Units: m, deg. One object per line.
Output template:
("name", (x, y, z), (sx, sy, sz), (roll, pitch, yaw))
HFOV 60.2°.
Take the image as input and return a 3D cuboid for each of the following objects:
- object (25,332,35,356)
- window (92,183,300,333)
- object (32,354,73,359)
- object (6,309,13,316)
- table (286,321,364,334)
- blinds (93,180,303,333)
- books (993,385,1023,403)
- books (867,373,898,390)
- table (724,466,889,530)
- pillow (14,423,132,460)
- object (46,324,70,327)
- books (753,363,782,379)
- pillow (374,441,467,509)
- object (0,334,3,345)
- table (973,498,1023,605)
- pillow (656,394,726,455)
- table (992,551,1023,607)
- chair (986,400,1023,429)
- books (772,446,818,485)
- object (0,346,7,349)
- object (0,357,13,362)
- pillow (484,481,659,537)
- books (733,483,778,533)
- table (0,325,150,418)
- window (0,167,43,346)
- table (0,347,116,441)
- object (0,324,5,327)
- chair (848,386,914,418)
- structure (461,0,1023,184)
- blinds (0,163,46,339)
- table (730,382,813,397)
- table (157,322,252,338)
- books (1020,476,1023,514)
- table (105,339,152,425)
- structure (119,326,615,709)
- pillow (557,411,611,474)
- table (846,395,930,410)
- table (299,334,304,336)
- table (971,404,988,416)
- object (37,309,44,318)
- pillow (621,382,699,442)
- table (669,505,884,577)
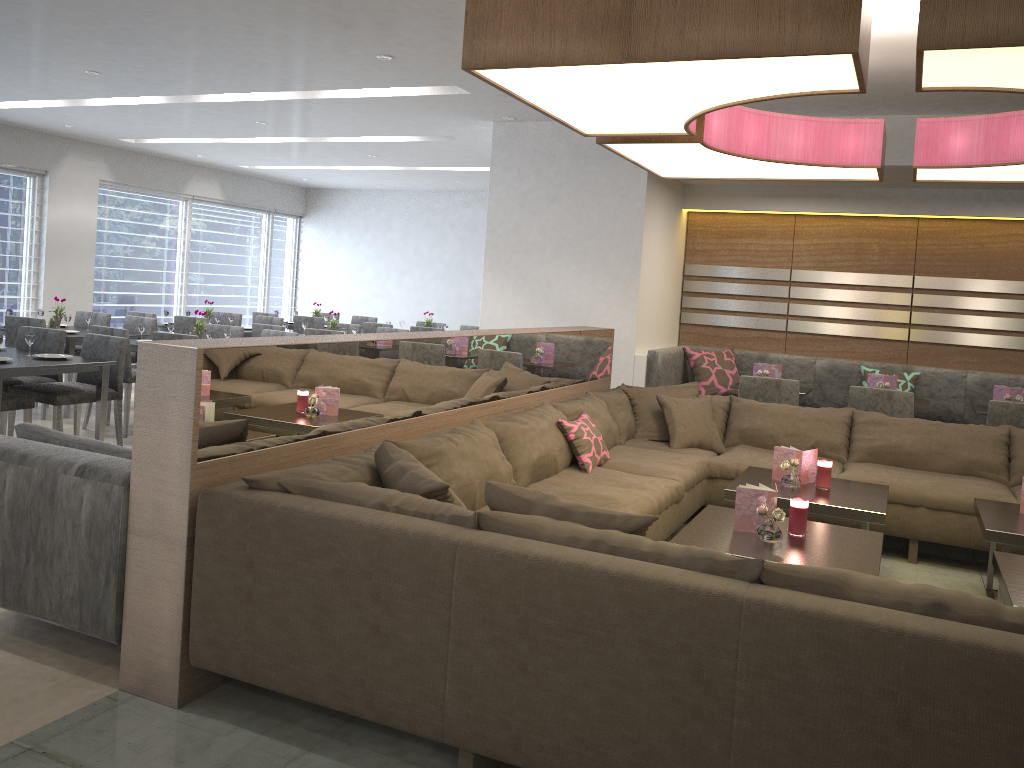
("object", (-2.866, -0.237, 5.258), (0.053, 0.139, 0.053), (3, 2, -18))
("window", (-4.026, -1.377, 11.520), (0.159, 2.065, 3.667), (5, 5, 24))
("object", (-2.710, -0.160, 5.218), (0.217, 0.015, 0.217), (7, 7, 24))
("object", (-4.198, -0.558, 7.384), (0.053, 0.139, 0.053), (3, 2, -24))
("table", (-2.343, -0.384, 10.524), (1.192, 0.632, 0.779), (6, 5, 24))
("blinds", (-3.925, -1.393, 11.485), (0.045, 2.035, 3.658), (5, 5, 24))
("books", (3.264, 0.098, 5.779), (0.157, 0.164, 0.144), (3, 4, -11))
("books", (2.553, 0.015, 6.098), (0.143, 0.164, 0.157), (7, 5, 44))
("table", (1.354, 0.679, 4.061), (0.659, 0.410, 0.659), (6, 5, 24))
("pillow", (-1.428, 0.321, 2.966), (0.576, 0.323, 0.151), (6, 3, 24))
("object", (-3.932, -0.503, 7.622), (0.217, 0.015, 0.217), (7, 7, 24))
("books", (1.851, -0.067, 6.413), (0.143, 0.164, 0.157), (7, 5, 44))
("pillow", (-0.241, 0.387, 2.687), (0.297, 0.355, 0.505), (2, 5, -34))
("object", (-2.921, -0.215, 5.019), (0.053, 0.139, 0.053), (3, 2, -18))
("table", (2.279, 0.787, 3.645), (0.659, 0.410, 0.659), (6, 5, 24))
("pillow", (1.032, 0.235, 5.088), (0.380, 0.322, 0.236), (2, 4, -21))
("table", (1.869, 0.858, 2.731), (0.659, 0.410, 0.659), (6, 5, 24))
("chair", (3.088, 0.477, 5.400), (0.478, 0.760, 0.492), (5, 3, 26))
("books", (1.340, 0.381, 4.187), (0.143, 0.164, 0.157), (7, 5, 44))
("object", (-3.243, -0.222, 5.457), (0.217, 0.015, 0.217), (7, 7, 24))
("object", (-2.868, -0.133, 4.867), (0.217, 0.015, 0.217), (7, 7, 24))
("pillow", (0.157, 0.444, 2.389), (0.495, 0.338, 0.313), (5, 4, 18))
("books", (0.928, 0.458, 3.224), (0.257, 0.164, 0.144), (3, 4, -12))
("table", (-3.772, -0.136, 7.339), (1.192, 0.632, 0.779), (6, 5, 24))
("window", (-6.482, -0.951, 6.045), (0.159, 2.063, 7.118), (5, 6, 24))
("table", (-3.083, 0.145, 5.175), (1.192, 0.632, 0.779), (6, 5, 24))
("object", (-4.089, -0.476, 7.270), (0.217, 0.015, 0.217), (7, 7, 24))
("chair", (2.395, 0.396, 5.718), (0.478, 0.760, 0.492), (6, 3, 31))
("structure", (1.467, -1.238, 3.336), (2.453, 0.616, 2.447), (7, 6, 24))
("blinds", (-6.389, -0.965, 5.992), (0.045, 2.034, 7.113), (5, 6, 24))
("table", (1.835, 0.345, 6.321), (0.507, 0.652, 0.506), (5, 4, 24))
("table", (-3.072, -0.258, 8.900), (1.192, 0.632, 0.779), (6, 5, 24))
("books", (2.288, 0.492, 3.759), (0.157, 0.164, 0.144), (3, 4, -11))
("table", (-2.391, 0.025, 6.719), (1.192, 0.632, 0.779), (6, 5, 24))
("structure", (-0.226, 0.257, 4.207), (0.224, 1.003, 3.782), (5, 6, 24))
("pillow", (0.357, 0.281, 4.311), (0.181, 0.251, 0.465), (5, 5, 19))
("table", (2.532, 0.426, 6.009), (0.507, 0.652, 0.506), (5, 4, 24))
("table", (-1.691, -0.097, 8.280), (1.192, 0.632, 0.779), (6, 5, 24))
("table", (3.229, 0.508, 5.696), (0.507, 0.652, 0.506), (5, 4, 24))
("object", (-4.078, -0.578, 7.650), (0.053, 0.139, 0.053), (3, 2, -24))
("pillow", (0.918, 0.179, 5.262), (0.526, 0.393, 0.293), (3, 3, -7))
("table", (0.943, 0.750, 3.146), (0.659, 0.410, 0.659), (6, 5, 24))
